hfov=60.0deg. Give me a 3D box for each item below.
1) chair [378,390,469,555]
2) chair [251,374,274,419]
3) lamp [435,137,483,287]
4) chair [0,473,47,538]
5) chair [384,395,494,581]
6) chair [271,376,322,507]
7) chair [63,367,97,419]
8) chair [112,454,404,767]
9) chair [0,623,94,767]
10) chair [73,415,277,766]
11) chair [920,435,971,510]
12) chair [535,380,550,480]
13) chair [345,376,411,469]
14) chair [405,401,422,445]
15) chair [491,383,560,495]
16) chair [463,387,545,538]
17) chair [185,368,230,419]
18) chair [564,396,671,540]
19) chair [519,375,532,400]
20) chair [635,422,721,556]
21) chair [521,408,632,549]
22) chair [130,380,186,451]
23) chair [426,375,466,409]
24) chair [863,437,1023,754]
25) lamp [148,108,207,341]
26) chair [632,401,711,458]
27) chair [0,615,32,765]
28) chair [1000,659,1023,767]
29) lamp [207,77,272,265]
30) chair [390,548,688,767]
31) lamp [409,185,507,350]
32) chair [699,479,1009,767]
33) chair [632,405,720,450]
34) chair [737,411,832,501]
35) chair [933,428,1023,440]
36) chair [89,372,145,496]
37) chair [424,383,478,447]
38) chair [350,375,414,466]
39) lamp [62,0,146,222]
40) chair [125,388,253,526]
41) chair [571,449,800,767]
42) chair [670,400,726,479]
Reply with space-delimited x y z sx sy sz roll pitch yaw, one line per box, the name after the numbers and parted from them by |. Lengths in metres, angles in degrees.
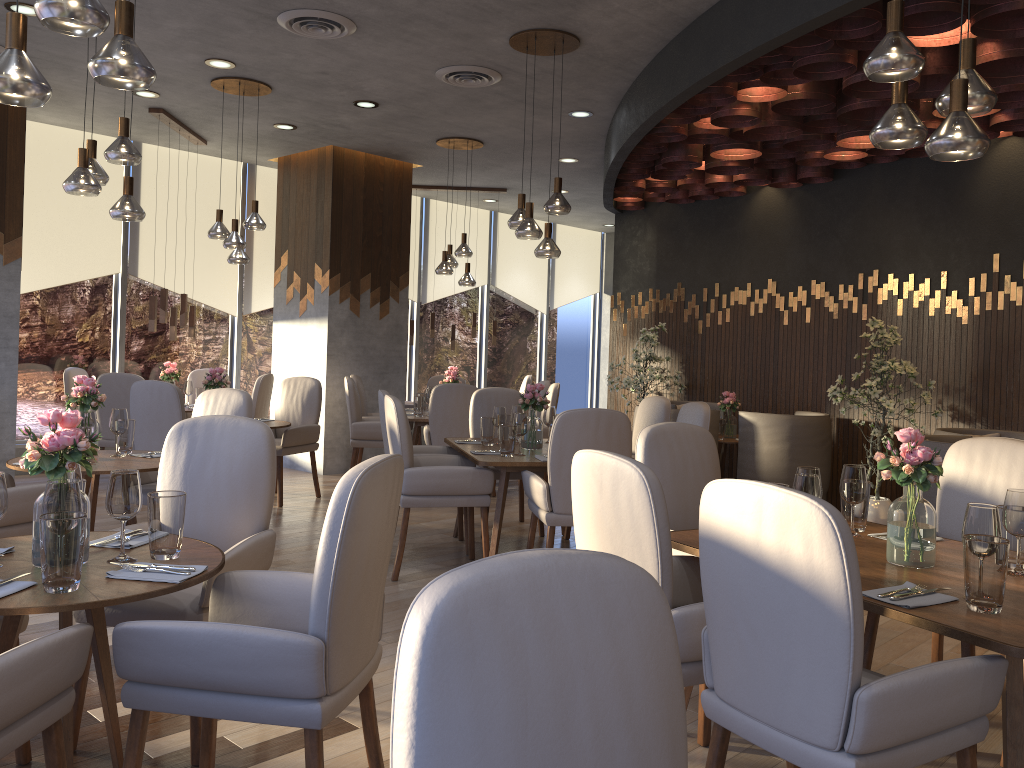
-0.563 0.543 5.637 0.599 1.000 0.528 2 1 -10 | chair
-2.472 0.397 7.945 0.600 1.000 0.528 2 1 0 | chair
-0.507 -1.584 8.263 0.439 1.326 0.439 2 0 29 | lamp
-2.294 0.549 3.872 0.528 1.000 0.599 2 1 24 | chair
-0.443 0.567 5.085 0.599 1.000 0.528 2 1 -15 | chair
-1.878 0.442 7.222 0.528 1.000 0.599 2 1 21 | chair
-3.668 0.357 7.936 0.599 1.000 0.528 2 1 -3 | chair
-0.604 0.664 2.241 0.600 1.000 0.528 2 1 9 | chair
-1.252 0.658 1.804 0.528 1.000 0.600 2 1 6 | chair
-1.095 0.622 2.955 0.528 1.000 0.600 2 1 7 | chair
2.616 0.746 5.150 0.595 0.837 0.774 2 1 -7 | chair
0.046 0.457 8.579 0.599 1.000 0.528 2 1 -10 | chair
-1.202 0.441 7.893 0.599 1.000 0.528 2 1 -8 | chair
-1.358 0.340 10.533 0.599 1.000 0.528 2 1 -4 | chair
0.118 0.480 8.014 0.599 1.000 0.528 2 1 -3 | chair
-0.053 0.535 6.320 0.528 1.000 0.600 2 1 -16 | chair
-3.044 0.354 8.597 0.528 1.000 0.600 2 1 1 | chair
0.720 0.575 5.924 0.599 1.000 0.528 2 1 -17 | chair
-0.074 0.381 10.585 0.599 1.000 0.528 2 1 -3 | chair
0.784 0.669 3.390 0.528 1.000 0.600 2 1 -32 | chair
0.346 0.607 4.699 0.528 1.000 0.600 2 1 -10 | chair
-2.305 0.467 6.142 0.528 1.000 0.599 2 1 20 | chair
-0.662 0.417 9.056 0.528 1.000 0.600 2 1 -8 | chair
1.631 0.702 3.230 0.599 1.000 0.528 1 1 -34 | chair
-3.015 -1.355 7.968 0.118 1.931 1.161 2 1 -1 | lamp
0.862 0.600 5.373 0.599 1.000 0.528 2 1 -10 | chair
-1.742 0.618 2.467 0.600 1.000 0.528 2 1 10 | chair
1.927 0.730 2.743 0.599 1.000 0.528 2 1 -27 | chair
-2.055 -1.577 6.665 0.439 1.326 0.439 2 0 -39 | lamp
0.159 0.736 0.945 0.528 1.000 0.600 2 1 -32 | chair
-0.673 -1.370 10.543 1.161 1.931 0.118 2 0 -1 | lamp
0.762 0.715 2.088 0.599 1.000 0.528 1 1 -32 | chair
1.332 0.615 7.604 0.595 0.837 0.775 1 1 -27 | chair
2.307 0.658 7.312 0.774 0.837 0.596 1 1 -32 | chair
3.125 0.735 5.916 0.774 0.837 0.596 2 1 -17 | chair
-3.109 0.399 7.307 0.528 1.000 0.600 2 1 3 | chair
-0.478 0.482 7.411 0.528 1.000 0.600 2 1 -3 | chair
-1.252 0.419 8.457 0.599 1.000 0.528 2 1 -3 | chair
-1.996 -1.493 4.386 0.439 1.326 0.439 2 1 -44 | lamp
-1.786 0.529 4.916 0.528 1.000 0.599 2 1 25 | chair
0.487 0.688 2.582 0.599 1.000 0.528 2 1 -27 | chair
1.597 0.592 8.495 0.774 0.837 0.596 1 1 -37 | chair
